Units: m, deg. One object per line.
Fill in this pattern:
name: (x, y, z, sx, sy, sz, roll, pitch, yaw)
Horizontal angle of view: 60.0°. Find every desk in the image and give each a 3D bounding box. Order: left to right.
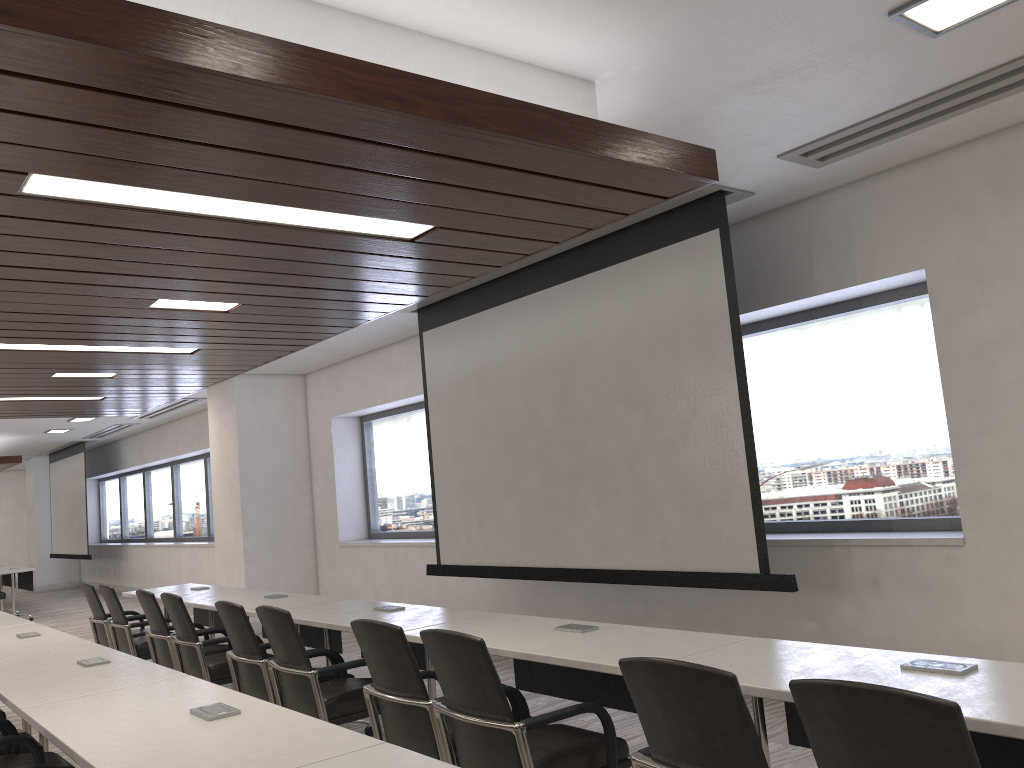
desk: (-3.771, 2.048, 6.162, 0.577, 0.795, 1.509, 0, -8, -38)
desk: (-8.779, 3.493, 14.944, 0.577, 0.795, 1.509, 0, -8, -38)
desk: (-7.847, 3.275, 13.760, 0.577, 0.795, 1.509, 0, -8, -38)
desk: (-2.838, 1.830, 4.978, 0.577, 0.795, 1.509, 0, -8, -38)
desk: (-1.904, 1.612, 3.791, 0.577, 0.795, 1.509, 0, -8, -38)
desk: (-0.972, 1.394, 2.607, 0.577, 0.795, 1.509, 0, -8, -38)
desk: (-2.594, 2.047, 7.088, 0.577, 0.795, 1.509, 0, -8, -38)
desk: (-1.662, 1.829, 5.904, 0.577, 0.795, 1.509, 0, -8, -38)
desk: (-0.728, 1.611, 4.718, 0.577, 0.795, 1.509, 0, -8, -38)
desk: (-0.045, 1.177, 1.430, 0.577, 0.795, 1.509, 0, -8, -38)
desk: (0.204, 1.393, 3.533, 0.577, 0.795, 1.509, 0, -8, -38)
desk: (1.131, 1.177, 2.356, 0.577, 0.795, 1.509, 0, -8, -38)

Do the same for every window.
window: (-5.970, 2.090, 15.795, 0.118, 1.419, 10.453, 0, -8, -38)
window: (0.467, 0.586, 7.619, 0.118, 1.419, 6.969, 0, -8, -38)

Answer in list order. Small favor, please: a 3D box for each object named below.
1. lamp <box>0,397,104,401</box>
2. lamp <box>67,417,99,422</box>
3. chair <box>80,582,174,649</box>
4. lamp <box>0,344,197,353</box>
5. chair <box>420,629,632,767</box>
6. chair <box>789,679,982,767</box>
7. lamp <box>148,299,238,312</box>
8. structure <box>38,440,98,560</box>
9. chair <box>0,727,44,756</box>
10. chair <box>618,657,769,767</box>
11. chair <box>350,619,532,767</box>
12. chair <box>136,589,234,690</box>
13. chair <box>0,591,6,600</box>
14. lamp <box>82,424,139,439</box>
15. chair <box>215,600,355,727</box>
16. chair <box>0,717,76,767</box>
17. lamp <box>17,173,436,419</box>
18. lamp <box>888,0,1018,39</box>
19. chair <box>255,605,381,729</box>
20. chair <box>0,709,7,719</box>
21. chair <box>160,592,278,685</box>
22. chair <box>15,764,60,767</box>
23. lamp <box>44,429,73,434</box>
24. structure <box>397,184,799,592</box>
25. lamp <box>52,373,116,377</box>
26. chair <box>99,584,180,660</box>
lamp: (-4.189, 0.101, 7.361, 1.496, 0.045, 0.236, 0, -8, -38)
lamp: (-6.376, 0.474, 13.178, 0.324, 0.120, 0.519, 0, -8, -38)
chair: (-3.058, 2.013, 7.062, 0.638, 0.939, 0.513, 0, -8, -38)
lamp: (-2.708, -0.246, 5.479, 1.496, 0.045, 0.236, 0, -8, -38)
chair: (0.058, 1.285, 3.106, 0.638, 0.939, 0.513, 0, -8, -38)
chair: (0.994, 1.069, 1.937, 0.638, 0.939, 0.513, 0, -8, -38)
lamp: (-1.662, -0.435, 4.640, 0.421, 0.046, 0.236, 0, -8, -38)
structure: (-8.971, 2.348, 17.893, 0.438, 2.329, 3.550, 0, -8, -38)
chair: (-2.378, 1.580, 3.774, 0.638, 0.939, 0.513, 0, -8, -38)
chair: (0.664, 1.144, 2.334, 0.638, 0.939, 0.513, 0, -8, -39)
chair: (-0.259, 1.361, 3.517, 0.638, 0.939, 0.513, 0, -8, -39)
chair: (-2.120, 1.796, 5.889, 0.638, 0.939, 0.513, 0, -8, -38)
chair: (-7.994, 3.166, 13.329, 0.638, 0.939, 0.513, 0, -8, -37)
lamp: (-5.304, 0.205, 9.662, 1.469, 0.552, 14.296, -3, -7, -16)
chair: (-1.194, 1.578, 4.698, 0.638, 0.939, 0.513, 0, -8, -38)
chair: (-2.039, 1.504, 3.373, 0.638, 0.939, 0.513, 0, -8, -39)
lamp: (-3.040, -0.128, 8.514, 1.499, 0.552, 12.002, -3, -7, -22)
lamp: (1.609, -1.392, 3.035, 0.324, 0.120, 0.519, 0, -8, -38)
chair: (-0.863, 1.503, 4.298, 0.638, 0.939, 0.513, 0, -8, -38)
chair: (-2.981, 1.721, 4.542, 0.638, 0.939, 0.513, 0, -8, -39)
chair: (-1.796, 1.721, 5.485, 0.638, 0.939, 0.513, 0, -8, -38)
chair: (-1.432, 1.360, 2.587, 0.638, 0.939, 0.513, 0, -8, -38)
lamp: (-7.424, 0.719, 14.509, 0.324, 0.120, 0.519, 0, -8, -38)
structure: (0.289, 0.184, 6.130, 0.438, 2.329, 3.550, 0, -8, -38)
lamp: (-3.143, -0.088, 6.522, 0.421, 0.046, 0.236, 0, -8, -38)
chair: (-2.726, 1.939, 6.666, 0.638, 0.939, 0.513, 0, -8, -38)
